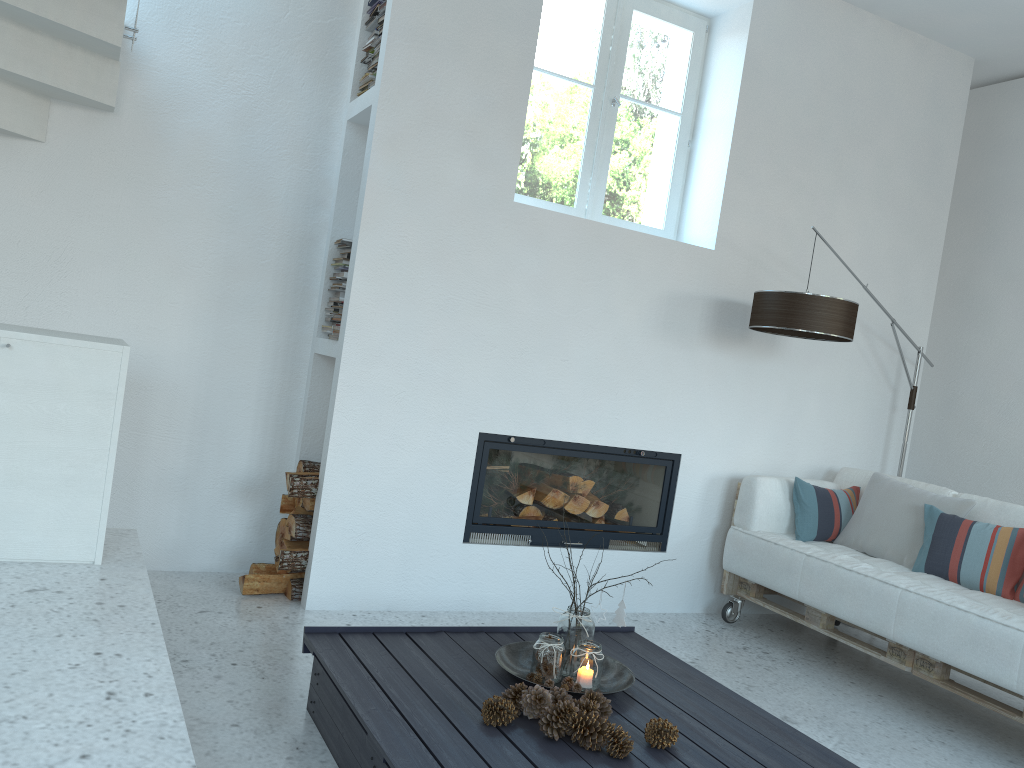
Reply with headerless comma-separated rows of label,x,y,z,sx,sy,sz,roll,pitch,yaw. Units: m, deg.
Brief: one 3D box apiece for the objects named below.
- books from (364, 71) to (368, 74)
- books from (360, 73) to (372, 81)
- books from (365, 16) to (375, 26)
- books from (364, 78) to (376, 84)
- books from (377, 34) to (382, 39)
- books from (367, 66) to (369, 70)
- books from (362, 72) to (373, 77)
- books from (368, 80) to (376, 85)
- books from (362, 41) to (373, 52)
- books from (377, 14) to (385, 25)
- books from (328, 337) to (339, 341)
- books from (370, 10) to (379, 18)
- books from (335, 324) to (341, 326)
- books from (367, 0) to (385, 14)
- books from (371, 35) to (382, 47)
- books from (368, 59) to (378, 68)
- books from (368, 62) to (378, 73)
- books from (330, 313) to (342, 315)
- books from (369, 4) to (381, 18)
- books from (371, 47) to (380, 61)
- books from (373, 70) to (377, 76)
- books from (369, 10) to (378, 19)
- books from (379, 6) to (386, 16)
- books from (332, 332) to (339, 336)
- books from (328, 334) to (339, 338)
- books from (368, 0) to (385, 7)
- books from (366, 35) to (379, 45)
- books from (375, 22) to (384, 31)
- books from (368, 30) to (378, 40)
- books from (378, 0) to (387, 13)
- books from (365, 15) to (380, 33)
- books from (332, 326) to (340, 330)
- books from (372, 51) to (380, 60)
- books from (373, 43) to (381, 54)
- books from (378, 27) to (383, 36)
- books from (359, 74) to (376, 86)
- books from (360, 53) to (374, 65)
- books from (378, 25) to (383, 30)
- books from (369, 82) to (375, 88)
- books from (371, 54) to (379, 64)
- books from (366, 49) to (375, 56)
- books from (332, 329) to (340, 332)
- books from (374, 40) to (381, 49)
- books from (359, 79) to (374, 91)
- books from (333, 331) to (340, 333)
books,-0.523,-1.358,3.960,0.245,0.016,0.137,8,2,-30
books,-0.523,-1.327,3.954,0.290,0.008,0.147,8,2,-23
books,-0.499,-1.586,3.978,0.300,0.007,0.127,8,2,-27
books,-0.527,-1.307,3.955,0.254,0.012,0.160,8,2,-28
books,-0.449,-1.421,3.750,0.254,0.006,0.128,8,2,-26
books,-0.517,-1.390,3.957,0.223,0.011,0.134,8,2,-32
books,-0.520,-1.340,3.950,0.264,0.019,0.169,8,2,-28
books,-0.484,-1.263,3.778,0.208,0.008,0.163,8,2,-32
books,-0.513,-1.469,3.974,0.292,0.013,0.127,8,2,-31
books,-0.428,-1.507,3.750,0.259,0.024,0.113,8,2,-31
books,-0.658,-0.179,3.804,0.232,0.011,0.159,8,2,-26
books,-0.485,-1.597,3.952,0.289,0.006,0.164,8,2,-23
books,-0.643,-0.236,3.789,0.207,0.009,0.121,8,2,-23
books,-0.478,-1.634,3.947,0.299,0.006,0.192,8,2,-27
books,-0.453,-1.415,3.756,0.260,0.009,0.140,8,2,-28
books,-0.469,-1.324,3.764,0.257,0.006,0.136,8,2,-23
books,-0.471,-1.315,3.767,0.249,0.013,0.151,8,2,-29
books,-0.633,-0.278,3.780,0.264,0.005,0.114,8,2,-28
books,-0.479,-1.619,3.947,0.281,0.014,0.170,8,2,-22
books,-0.467,-1.371,3.773,0.237,0.014,0.158,8,2,-22
books,-0.470,-1.302,3.760,0.208,0.013,0.140,8,2,-28
books,-0.492,-1.610,3.970,0.273,0.009,0.129,8,2,-24
books,-0.427,-1.549,3.759,0.246,0.009,0.145,8,2,-25
books,-0.655,-0.199,3.804,0.202,0.010,0.154,8,2,-24
books,-0.659,-0.189,3.808,0.225,0.010,0.161,8,2,-30
books,-0.487,-1.676,3.958,0.288,0.017,0.136,8,2,-23
books,-0.510,-1.501,3.976,0.266,0.016,0.138,8,2,-27
books,-0.441,-1.494,3.772,0.237,0.008,0.170,8,2,-29
books,-0.500,-1.516,3.960,0.267,0.017,0.155,8,2,-23
books,-0.424,-1.565,3.757,0.255,0.024,0.138,8,2,-30
books,-0.488,-1.564,3.949,0.294,0.014,0.184,8,2,-25
books,-0.650,-0.225,3.801,0.211,0.016,0.153,8,2,-25
books,-0.461,-1.359,3.757,0.241,0.007,0.133,8,2,-25
books,-0.456,-1.393,3.756,0.233,0.017,0.134,8,2,-25
books,-0.445,-1.472,3.755,0.214,0.021,0.140,8,2,-25
books,-0.524,-1.318,3.953,0.283,0.010,0.169,8,2,-27
books,-0.514,-1.413,3.957,0.298,0.007,0.147,8,2,-26
books,-0.435,-1.484,3.758,0.231,0.008,0.135,8,2,-30
books,-0.480,-1.247,3.772,0.225,0.011,0.142,8,2,-30
books,-0.464,-1.349,3.762,0.234,0.016,0.147,8,2,-26
books,-0.503,-1.451,3.950,0.249,0.006,0.189,8,2,-30
books,-0.645,-0.213,3.788,0.216,0.007,0.130,8,2,-27
books,-0.455,-1.406,3.758,0.236,0.009,0.128,8,2,-22
books,-0.524,-1.292,3.946,0.275,0.014,0.174,8,2,-29
books,-0.650,-0.206,3.796,0.209,0.007,0.131,8,2,-22
